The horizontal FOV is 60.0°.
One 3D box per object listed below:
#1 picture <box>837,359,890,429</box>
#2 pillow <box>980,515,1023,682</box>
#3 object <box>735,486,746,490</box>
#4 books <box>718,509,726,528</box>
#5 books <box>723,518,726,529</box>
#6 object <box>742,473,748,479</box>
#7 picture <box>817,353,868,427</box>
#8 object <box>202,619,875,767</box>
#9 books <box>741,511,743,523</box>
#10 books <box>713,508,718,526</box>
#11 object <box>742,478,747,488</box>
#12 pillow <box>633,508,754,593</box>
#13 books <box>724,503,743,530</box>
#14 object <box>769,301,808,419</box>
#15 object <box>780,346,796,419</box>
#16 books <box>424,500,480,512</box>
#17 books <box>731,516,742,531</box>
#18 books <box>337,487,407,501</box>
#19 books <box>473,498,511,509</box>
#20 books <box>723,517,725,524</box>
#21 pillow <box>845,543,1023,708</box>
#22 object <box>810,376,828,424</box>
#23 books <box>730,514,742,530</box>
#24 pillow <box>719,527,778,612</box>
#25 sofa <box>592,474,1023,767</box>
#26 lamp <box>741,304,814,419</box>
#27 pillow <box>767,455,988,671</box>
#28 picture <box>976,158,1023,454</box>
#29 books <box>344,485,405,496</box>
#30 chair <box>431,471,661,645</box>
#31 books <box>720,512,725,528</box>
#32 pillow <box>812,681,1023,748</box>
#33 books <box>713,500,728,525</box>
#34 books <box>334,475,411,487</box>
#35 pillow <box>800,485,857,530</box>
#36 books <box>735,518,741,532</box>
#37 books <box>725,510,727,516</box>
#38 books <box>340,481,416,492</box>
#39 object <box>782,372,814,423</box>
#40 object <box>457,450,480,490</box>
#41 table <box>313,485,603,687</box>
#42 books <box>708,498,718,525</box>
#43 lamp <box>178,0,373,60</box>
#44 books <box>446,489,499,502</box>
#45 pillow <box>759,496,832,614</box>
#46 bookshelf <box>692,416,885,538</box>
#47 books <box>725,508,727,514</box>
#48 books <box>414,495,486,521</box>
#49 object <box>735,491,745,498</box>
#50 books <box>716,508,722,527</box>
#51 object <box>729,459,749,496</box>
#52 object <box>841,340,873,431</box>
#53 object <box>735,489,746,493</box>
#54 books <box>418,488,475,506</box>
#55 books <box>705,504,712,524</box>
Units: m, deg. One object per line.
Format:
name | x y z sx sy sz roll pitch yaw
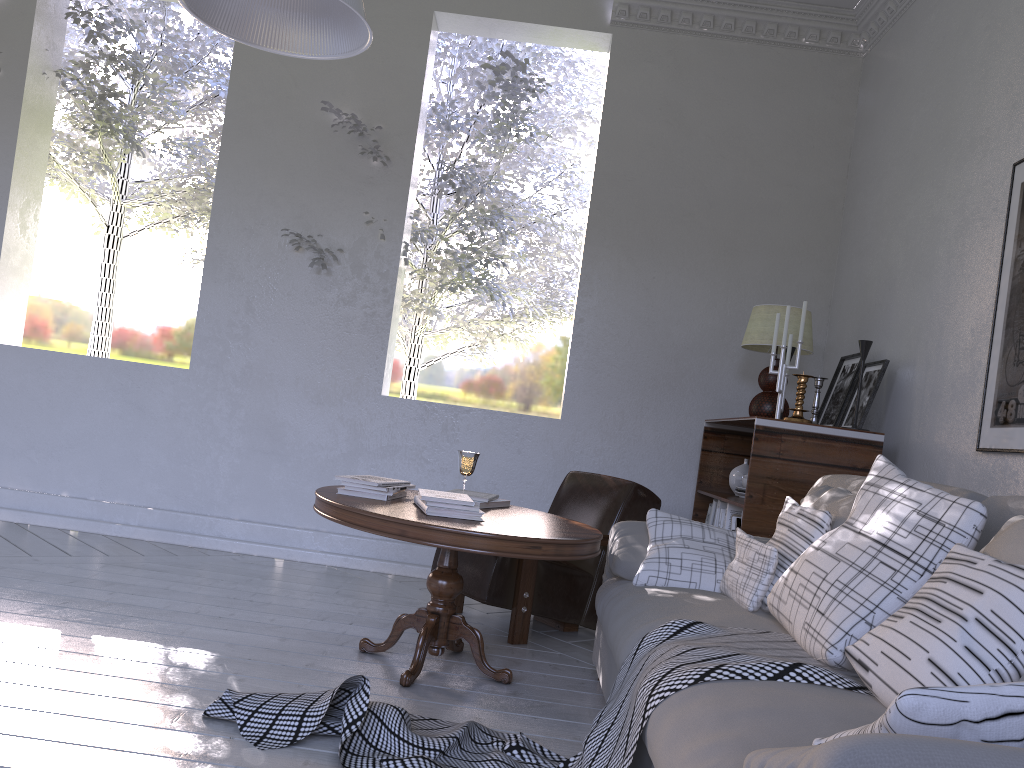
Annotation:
picture | 1.178 0.046 2.988 0.080 0.252 0.202 8 -2 1
pillow | 0.686 0.333 1.113 0.151 0.313 0.491 8 -2 1
object | 0.890 0.398 3.294 0.121 0.024 0.121 7 -3 6
books | 0.798 0.556 3.161 0.130 0.206 0.011 8 -1 6
books | 0.781 0.561 3.064 0.115 0.183 0.009 8 -1 6
object | 0.896 0.348 3.293 0.078 0.067 0.083 7 -2 16
picture | 1.191 0.035 3.234 0.095 0.300 0.232 8 -1 1
object | 0.056 0.585 1.633 1.493 0.394 0.498 6 -3 31
books | 0.802 0.533 2.868 0.126 0.233 0.078 8 -1 1
books | 0.777 0.557 3.202 0.120 0.207 0.027 8 -1 -4
object | 0.892 0.377 3.293 0.082 0.050 0.079 9 -3 -26
pillow | 0.472 0.445 2.268 0.309 0.206 0.216 7 -2 7
books | 0.788 0.534 3.041 0.126 0.237 0.018 8 -1 6
object | 0.931 -0.075 3.022 0.101 0.423 0.101 8 -1 -15
object | 0.983 0.010 3.193 0.094 0.288 0.095 7 -1 24
books | -0.162 0.307 2.305 0.135 0.010 0.241 8 -3 -7
books | 0.790 0.550 2.941 0.131 0.202 0.064 8 -1 1
books | -0.393 0.306 2.507 0.141 0.015 0.223 7 -3 8
books | -0.114 0.348 2.646 0.146 0.018 0.232 6 -3 23
books | 0.784 0.563 3.081 0.115 0.182 0.009 8 -1 6
pillow | 0.592 0.351 1.208 0.154 0.256 0.313 8 -2 1
object | 1.002 0.054 2.914 0.062 0.172 0.062 8 -1 -22
books | 0.792 0.547 2.958 0.129 0.209 0.074 8 -1 1
pillow | 0.533 0.419 1.992 0.070 0.167 0.284 8 -2 -1
sofa | 0.595 0.498 1.595 0.765 0.681 1.867 8 -3 1
lamp | 0.997 -0.061 3.366 0.268 0.446 0.266 8 -1 -24
pillow | 0.631 0.313 1.597 0.219 0.385 0.455 8 -2 3
picture | 1.285 -0.219 2.060 0.019 0.772 0.591 8 -1 1
books | -0.385 0.294 2.501 0.136 0.010 0.215 8 -3 3
chair | 0.117 0.573 3.088 0.707 0.553 0.495 9 -2 -34
books | 0.796 0.561 3.148 0.124 0.195 0.015 8 -1 6
pillow | 0.516 0.382 0.949 0.313 0.220 0.213 8 -2 -1
books | 0.824 0.549 3.243 0.174 0.242 0.105 8 -1 1
books | -0.390 0.272 2.498 0.135 0.011 0.217 7 -3 18
pillow | 0.701 0.380 1.970 0.151 0.313 0.491 8 -2 2
books | 0.790 0.547 2.888 0.131 0.202 0.064 8 -1 1
books | 0.805 0.555 3.114 0.130 0.206 0.011 8 -1 6
books | -0.375 0.285 2.507 0.134 0.010 0.241 7 -3 13
object | 0.929 0.042 2.854 0.095 0.172 0.096 7 -1 20
object | -0.148 0.289 2.816 0.076 0.148 0.076 8 -1 -3
table | -0.184 0.555 2.421 0.740 0.431 0.948 9 -3 -29
books | 0.821 0.556 3.333 0.172 0.235 0.112 8 -1 1
lamp | -0.395 -0.963 1.635 0.353 0.582 0.357 7 -1 29
books | -0.120 0.333 2.649 0.135 0.011 0.215 7 -3 8
pillow | 0.615 0.391 1.992 0.129 0.269 0.311 8 -2 5
bookshelf | 0.909 0.544 3.141 0.400 0.799 0.801 8 -2 1
books | 0.807 0.553 3.130 0.129 0.212 0.020 8 -1 6
books | -0.168 0.323 2.313 0.149 0.021 0.279 8 -3 -12
object | 0.888 0.417 3.290 0.122 0.021 0.120 10 -4 -39
books | 0.791 0.556 3.174 0.130 0.206 0.011 8 -1 6
object | 0.901 0.364 3.438 0.111 0.147 0.123 8 -2 -2
object | 1.104 0.007 2.813 0.094 0.288 0.095 7 -1 24
object | 0.889 0.407 3.290 0.122 0.021 0.120 10 -4 -39
books | -0.174 0.294 2.306 0.136 0.010 0.214 8 -3 -7
books | 0.823 0.574 3.436 0.161 0.209 0.127 8 -1 1
